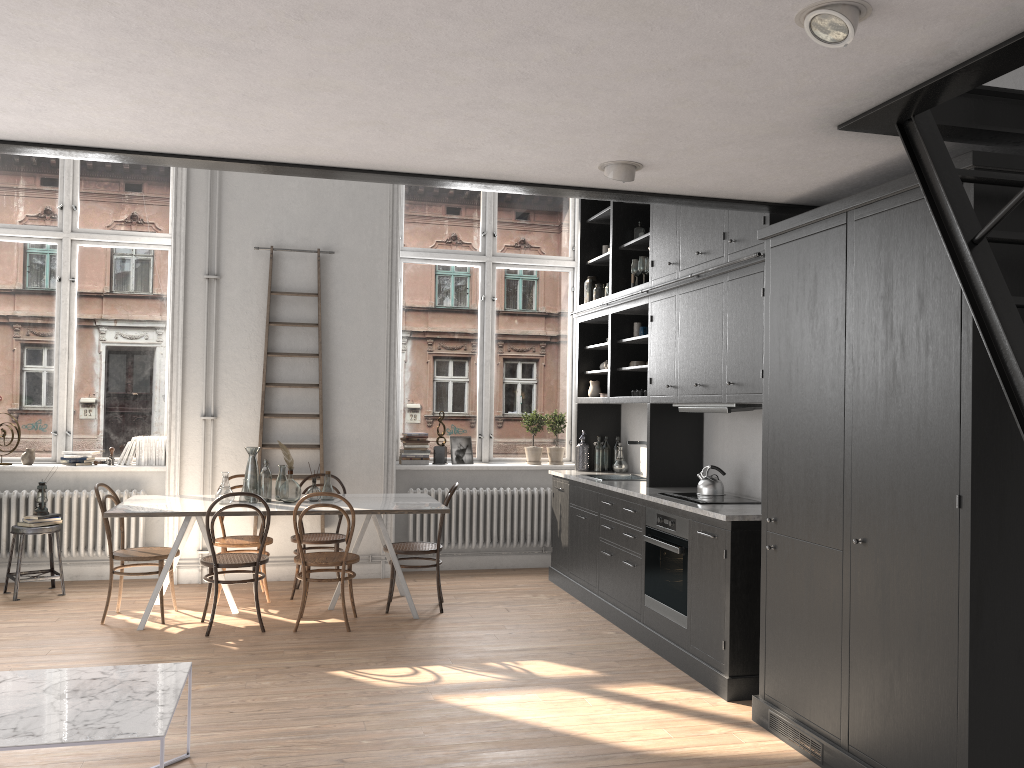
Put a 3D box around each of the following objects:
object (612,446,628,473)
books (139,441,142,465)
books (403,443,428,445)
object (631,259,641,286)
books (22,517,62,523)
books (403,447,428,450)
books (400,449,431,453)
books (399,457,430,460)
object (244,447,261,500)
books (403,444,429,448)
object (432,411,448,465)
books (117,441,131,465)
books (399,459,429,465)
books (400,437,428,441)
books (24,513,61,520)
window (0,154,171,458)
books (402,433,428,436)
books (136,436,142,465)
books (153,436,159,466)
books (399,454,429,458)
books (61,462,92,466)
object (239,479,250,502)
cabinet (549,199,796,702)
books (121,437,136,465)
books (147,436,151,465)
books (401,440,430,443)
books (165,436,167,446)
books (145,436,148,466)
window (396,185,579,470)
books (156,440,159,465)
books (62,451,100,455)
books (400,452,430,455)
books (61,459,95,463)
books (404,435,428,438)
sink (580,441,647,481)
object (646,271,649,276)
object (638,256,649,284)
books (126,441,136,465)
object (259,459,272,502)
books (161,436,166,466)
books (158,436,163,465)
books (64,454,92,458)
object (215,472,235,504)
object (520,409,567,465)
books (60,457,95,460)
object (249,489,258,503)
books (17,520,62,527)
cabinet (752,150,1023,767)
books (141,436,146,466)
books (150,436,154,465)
[{"bbox_3d":[0.911,0.636,7.454,0.132,0.219,0.120,1,-1,-14],"label":"object"},{"bbox_3d":[-3.131,0.582,7.508,0.020,0.205,0.155,1,-1,-14],"label":"books"},{"bbox_3d":[-0.875,0.541,8.060,0.205,0.022,0.155,2,-2,-19],"label":"books"},{"bbox_3d":[0.928,-0.815,6.604,0.083,0.221,0.083,1,-1,17],"label":"object"},{"bbox_3d":[-3.605,1.038,6.803,0.232,0.029,0.163,2,-2,-43],"label":"books"},{"bbox_3d":[-0.876,0.587,8.059,0.205,0.022,0.155,1,-2,0],"label":"books"},{"bbox_3d":[-0.882,0.611,8.062,0.245,0.028,0.193,2,-2,-19],"label":"books"},{"bbox_3d":[-0.888,0.674,8.042,0.249,0.023,0.175,2,-2,-18],"label":"books"},{"bbox_3d":[-1.889,0.651,6.447,0.116,0.383,0.116,1,-1,-3],"label":"object"},{"bbox_3d":[-0.874,0.564,8.065,0.222,0.024,0.158,1,-2,-14],"label":"books"},{"bbox_3d":[-0.654,0.491,8.121,0.122,0.488,0.102,1,-1,10],"label":"object"},{"bbox_3d":[-3.266,0.583,7.477,0.105,0.194,0.155,1,-1,-15],"label":"books"},{"bbox_3d":[-0.891,0.707,8.042,0.248,0.043,0.192,1,-2,-14],"label":"books"},{"bbox_3d":[-0.888,0.499,8.058,0.231,0.023,0.162,1,-2,2],"label":"books"},{"bbox_3d":[-3.603,1.016,6.804,0.147,0.027,0.221,1,-2,18],"label":"books"},{"bbox_3d":[-3.782,-0.795,7.532,1.622,2.842,0.013,1,-1,-14],"label":"window"},{"bbox_3d":[-0.882,0.457,8.069,0.201,0.024,0.159,2,-2,-24],"label":"books"},{"bbox_3d":[-3.161,0.563,7.522,0.024,0.243,0.175,1,-1,-14],"label":"books"},{"bbox_3d":[-3.027,0.565,7.532,0.019,0.243,0.174,1,-1,-14],"label":"books"},{"bbox_3d":[-0.888,0.651,8.043,0.249,0.023,0.175,1,-2,-13],"label":"books"},{"bbox_3d":[-3.617,0.662,7.373,0.221,0.023,0.147,0,-2,35],"label":"books"},{"bbox_3d":[-1.903,0.760,6.326,0.083,0.158,0.083,1,-1,-18],"label":"object"},{"bbox_3d":[1.028,-0.124,6.199,0.635,3.582,3.251,1,-1,-14],"label":"cabinet"},{"bbox_3d":[-3.226,0.564,7.482,0.100,0.235,0.174,1,-1,-14],"label":"books"},{"bbox_3d":[-3.073,0.565,7.539,0.019,0.243,0.174,1,-1,-14],"label":"books"},{"bbox_3d":[-0.880,0.521,8.059,0.244,0.019,0.174,1,-2,-14],"label":"books"},{"bbox_3d":[-2.928,0.568,7.557,0.040,0.244,0.174,1,-1,-14],"label":"books"},{"bbox_3d":[-3.088,0.564,7.517,0.019,0.243,0.174,1,-1,-14],"label":"books"},{"bbox_3d":[5.218,-4.844,12.927,14.385,15.933,26.401,1,-1,-14],"label":"window"},{"bbox_3d":[-3.006,0.585,7.539,0.020,0.205,0.155,1,-1,-14],"label":"books"},{"bbox_3d":[-3.587,0.572,7.385,0.244,0.019,0.174,1,-2,-4],"label":"books"},{"bbox_3d":[-0.881,0.633,8.060,0.255,0.014,0.192,1,-2,-11],"label":"books"},{"bbox_3d":[-3.609,0.639,7.371,0.205,0.022,0.155,1,-2,6],"label":"books"},{"bbox_3d":[-0.874,0.478,8.061,0.205,0.020,0.155,1,-2,-14],"label":"books"},{"bbox_3d":[0.857,0.698,6.933,0.514,0.504,0.526,1,-1,-14],"label":"sink"},{"bbox_3d":[1.033,-0.813,6.613,0.083,0.221,0.083,1,-1,-22],"label":"object"},{"bbox_3d":[0.962,-0.818,6.477,0.083,0.221,0.083,0,-1,32],"label":"object"},{"bbox_3d":[-3.203,0.581,7.490,0.072,0.203,0.155,1,-1,-14],"label":"books"},{"bbox_3d":[-1.767,0.691,6.362,0.086,0.301,0.086,2,-1,-28],"label":"object"},{"bbox_3d":[-2.959,0.567,7.552,0.024,0.243,0.175,1,-1,-14],"label":"books"},{"bbox_3d":[-2.988,0.567,7.565,0.024,0.243,0.175,1,-1,-14],"label":"books"},{"bbox_3d":[-3.601,0.596,7.361,0.205,0.020,0.155,2,-2,-24],"label":"books"},{"bbox_3d":[-1.996,0.723,6.172,0.132,0.219,0.132,2,-1,-25],"label":"object"},{"bbox_3d":[0.301,0.496,8.364,0.500,0.524,0.234,2,-1,-25],"label":"object"},{"bbox_3d":[-3.607,0.617,7.371,0.221,0.023,0.147,1,-2,2],"label":"books"},{"bbox_3d":[-1.822,0.791,6.248,0.058,0.094,0.058,1,-1,14],"label":"object"},{"bbox_3d":[-3.616,1.064,6.797,0.194,0.034,0.246,0,-2,26],"label":"books"},{"bbox_3d":[1.644,0.426,3.687,0.633,2.371,1.401,1,-1,-14],"label":"cabinet"},{"bbox_3d":[-3.107,0.563,7.503,0.024,0.243,0.175,1,-1,-14],"label":"books"},{"bbox_3d":[-3.053,0.566,7.549,0.024,0.243,0.175,1,-1,-14],"label":"books"}]
